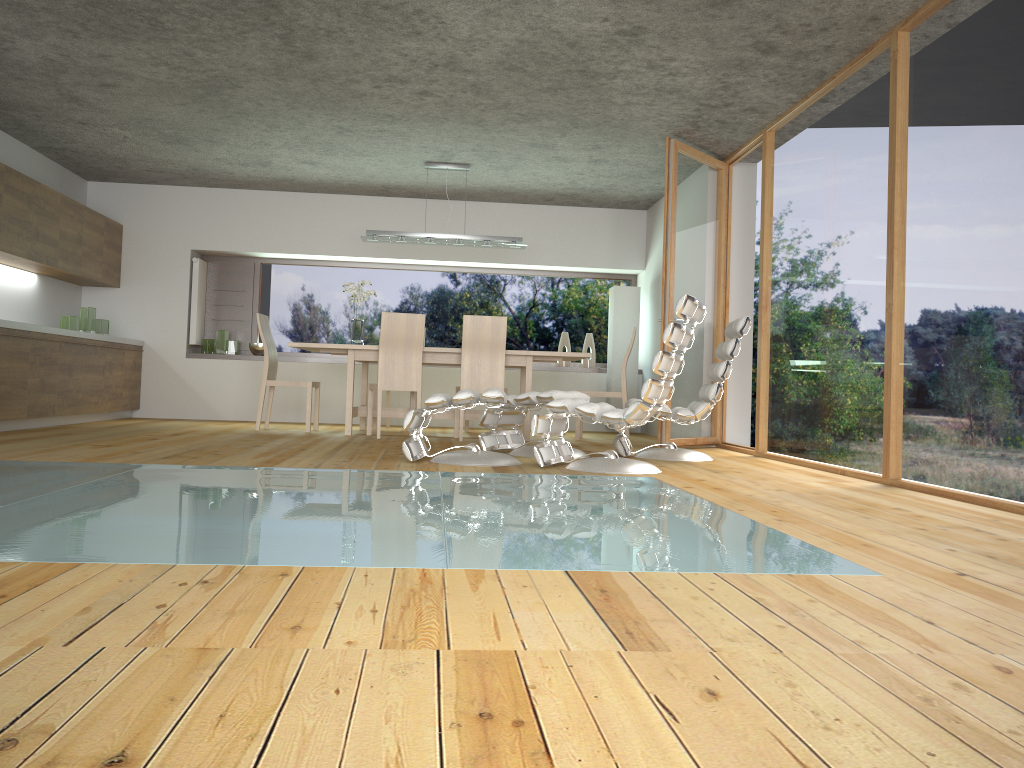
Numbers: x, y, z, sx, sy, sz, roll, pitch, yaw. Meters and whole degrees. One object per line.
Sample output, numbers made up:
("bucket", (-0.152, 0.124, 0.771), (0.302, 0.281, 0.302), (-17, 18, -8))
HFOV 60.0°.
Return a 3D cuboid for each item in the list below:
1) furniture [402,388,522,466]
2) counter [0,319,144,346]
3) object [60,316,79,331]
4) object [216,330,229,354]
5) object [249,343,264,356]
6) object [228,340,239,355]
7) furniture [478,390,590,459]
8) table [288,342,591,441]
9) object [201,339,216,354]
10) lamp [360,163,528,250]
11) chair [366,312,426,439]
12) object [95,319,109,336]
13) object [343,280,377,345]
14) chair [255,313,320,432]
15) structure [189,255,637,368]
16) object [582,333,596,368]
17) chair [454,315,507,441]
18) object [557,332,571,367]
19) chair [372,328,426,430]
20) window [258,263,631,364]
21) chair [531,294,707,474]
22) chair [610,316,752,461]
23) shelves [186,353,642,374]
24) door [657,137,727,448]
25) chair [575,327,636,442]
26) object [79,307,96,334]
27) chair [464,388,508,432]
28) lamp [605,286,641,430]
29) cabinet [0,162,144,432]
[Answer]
("furniture", (-0.275, 0.237, 5.237), (0.686, 0.440, 0.569), (2, -1, 2))
("counter", (-4.024, -0.434, 7.601), (0.652, 0.054, 3.283), (2, 0, -5))
("object", (-4.039, -0.539, 8.091), (0.111, 0.160, 0.112), (1, -1, 20))
("object", (-3.085, -0.442, 9.435), (0.099, 0.259, 0.099), (2, -2, 0))
("object", (-2.705, -0.369, 9.545), (0.247, 0.137, 0.247), (2, -1, 30))
("object", (-3.012, -0.391, 9.572), (0.111, 0.160, 0.112), (2, -1, -20))
("furniture", (0.197, 0.257, 5.992), (0.686, 0.440, 0.569), (2, -1, 30))
("table", (-0.628, 0.078, 7.926), (2.500, 0.756, 1.199), (2, -1, -2))
("object", (-3.244, -0.399, 9.481), (0.111, 0.160, 0.112), (1, -2, 35))
("lamp", (-0.600, -1.633, 8.059), (1.490, 0.720, 0.290), (2, -2, -5))
("chair", (-0.959, -0.065, 7.364), (0.404, 1.018, 0.506), (2, -2, -16))
("object", (-3.922, -0.534, 8.444), (0.112, 0.160, 0.111), (1, -1, 20))
("object", (-1.366, -0.631, 7.914), (0.304, 0.608, 0.302), (2, -2, -2))
("chair", (-1.985, -0.098, 7.850), (0.506, 1.018, 0.404), (2, -2, -2))
("structure", (-0.999, -0.758, 9.749), (4.874, 1.155, 0.525), (2, -2, -5))
("object", (0.852, -0.371, 9.815), (0.153, 0.384, 0.153), (2, -2, -9))
("chair", (-0.256, -0.041, 7.366), (0.404, 1.018, 0.506), (2, -2, -5))
("object", (0.580, -0.380, 9.791), (0.153, 0.384, 0.153), (2, -2, -9))
("chair", (-1.085, -0.064, 8.664), (0.404, 1.018, 0.505), (2, -2, 6))
("window", (-0.722, -0.778, 9.988), (4.186, 0.979, 0.012), (2, -2, -5))
("chair", (0.613, 0.002, 5.052), (0.914, 0.970, 0.569), (2, -2, 20))
("chair", (1.145, 0.025, 6.120), (0.914, 0.970, 0.569), (2, -2, 5))
("shelves", (-1.014, -0.215, 9.708), (4.870, 0.054, 0.403), (2, 0, -5))
("door", (1.479, -0.700, 7.184), (0.163, 2.420, 0.934), (0, -2, 40))
("chair", (0.852, -0.001, 8.004), (0.506, 1.018, 0.404), (2, -2, 8))
("object", (-3.951, -0.584, 8.253), (0.099, 0.259, 0.099), (1, -2, 20))
("chair", (-0.269, -0.036, 8.876), (0.404, 1.018, 0.506), (2, -2, -6))
("lamp", (1.177, -0.276, 9.415), (0.280, 1.502, 0.280), (2, -2, -5))
("cabinet", (-4.023, -0.663, 7.704), (0.656, 2.006, 3.090), (2, -1, -5))
